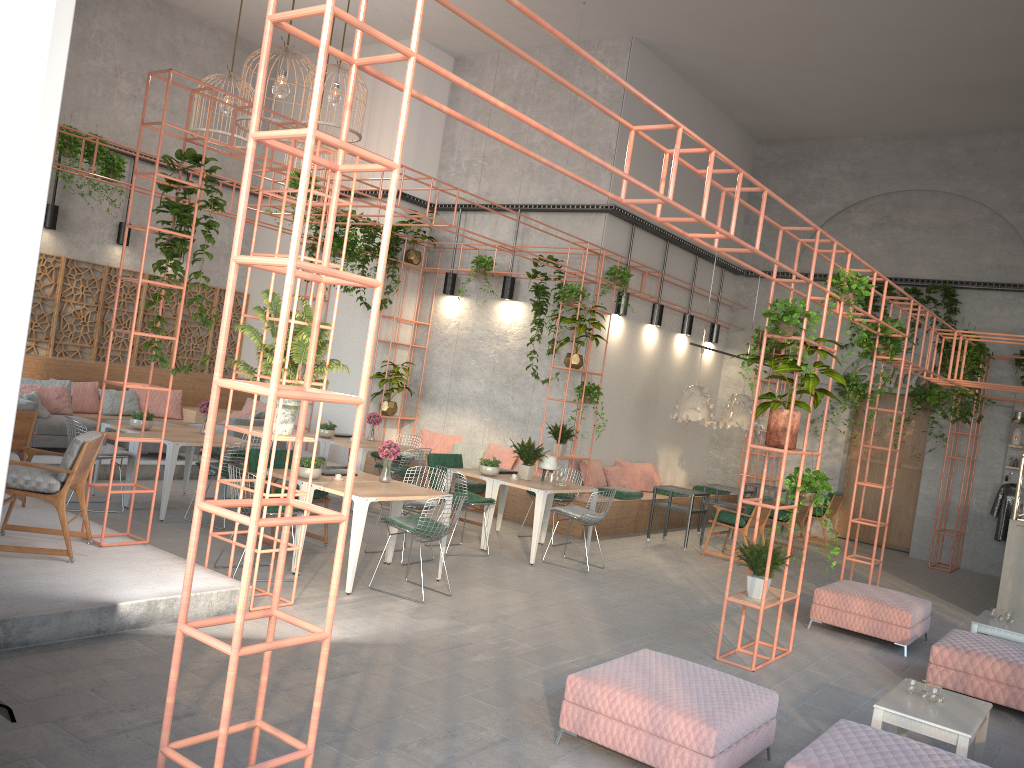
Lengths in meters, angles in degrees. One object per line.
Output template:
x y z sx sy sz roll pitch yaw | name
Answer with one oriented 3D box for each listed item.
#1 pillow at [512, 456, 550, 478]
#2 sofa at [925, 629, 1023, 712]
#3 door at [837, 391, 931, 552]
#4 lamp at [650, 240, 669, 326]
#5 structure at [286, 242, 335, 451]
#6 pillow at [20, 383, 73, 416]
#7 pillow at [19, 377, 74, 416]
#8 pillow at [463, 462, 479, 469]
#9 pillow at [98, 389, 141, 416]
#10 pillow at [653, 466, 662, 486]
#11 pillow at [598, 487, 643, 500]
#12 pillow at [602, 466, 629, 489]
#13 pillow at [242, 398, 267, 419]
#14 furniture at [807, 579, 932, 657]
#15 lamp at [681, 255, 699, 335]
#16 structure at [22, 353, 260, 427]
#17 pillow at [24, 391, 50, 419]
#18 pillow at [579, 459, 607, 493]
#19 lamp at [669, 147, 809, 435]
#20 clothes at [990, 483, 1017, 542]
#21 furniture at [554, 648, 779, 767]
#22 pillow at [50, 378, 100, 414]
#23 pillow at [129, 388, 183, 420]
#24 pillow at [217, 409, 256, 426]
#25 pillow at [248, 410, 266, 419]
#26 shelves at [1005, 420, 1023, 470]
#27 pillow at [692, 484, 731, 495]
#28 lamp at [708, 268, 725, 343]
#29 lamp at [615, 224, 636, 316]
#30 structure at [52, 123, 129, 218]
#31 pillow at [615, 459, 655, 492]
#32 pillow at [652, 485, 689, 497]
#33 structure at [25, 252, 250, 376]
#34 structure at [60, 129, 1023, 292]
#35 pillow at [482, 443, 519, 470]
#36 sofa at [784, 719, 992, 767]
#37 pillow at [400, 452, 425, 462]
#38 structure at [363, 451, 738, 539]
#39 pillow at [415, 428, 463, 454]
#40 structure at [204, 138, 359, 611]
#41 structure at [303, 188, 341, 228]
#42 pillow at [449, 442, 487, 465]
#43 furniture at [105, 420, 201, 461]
0.297 1.303 13.409 0.666 0.385 0.289 9 0 31 | pillow
4.657 2.341 7.276 1.960 0.672 2.219 9 0 36 | sofa
6.835 1.549 16.112 1.360 2.729 0.551 9 0 36 | door
2.491 -1.677 14.741 0.185 1.425 0.179 9 0 36 | lamp
-3.650 -0.627 15.267 0.624 3.596 0.424 9 0 36 | structure
-6.197 0.209 11.788 0.289 0.385 0.666 9 0 36 | pillow
-6.305 0.160 11.886 0.276 0.474 0.839 9 0 36 | pillow
-0.717 1.291 13.640 0.637 0.149 0.491 9 0 37 | pillow
-6.031 0.290 13.642 0.289 0.385 0.666 9 0 31 | pillow
2.369 1.601 15.024 0.289 0.385 0.666 9 0 31 | pillow
1.617 1.639 13.317 0.491 0.149 0.637 9 0 37 | pillow
1.626 1.496 13.985 0.289 0.385 0.666 9 0 31 | pillow
-3.988 0.495 13.902 0.836 0.476 0.273 9 0 36 | pillow
3.588 2.283 8.851 0.941 0.446 0.976 9 0 36 | furniture
3.186 -1.579 15.711 0.185 1.425 0.179 9 0 36 | lamp
-6.479 0.236 11.965 3.396 1.111 9.152 9 0 36 | structure
-6.101 0.276 11.420 0.307 0.324 0.499 8 0 -19 | pillow
1.243 1.396 13.476 0.276 0.474 0.839 9 0 26 | pillow
3.906 -1.243 14.166 0.704 4.052 4.456 9 0 36 | lamp
8.028 2.095 14.185 0.625 0.997 0.366 9 0 16 | clothes
0.920 1.908 5.123 0.941 0.446 0.976 9 0 36 | furniture
-6.431 0.186 13.110 0.276 0.474 0.839 9 0 26 | pillow
-5.688 0.291 14.148 0.839 0.474 0.276 8 0 -34 | pillow
-4.248 0.523 13.755 0.479 0.317 0.441 9 0 17 | pillow
-3.915 0.555 13.446 0.308 0.349 0.495 8 0 -4 | pillow
8.240 0.999 14.142 0.560 0.790 0.186 9 0 36 | shelves
3.649 1.925 16.157 0.491 0.149 0.637 9 0 37 | pillow
3.886 -1.481 16.690 0.185 1.425 0.179 9 0 36 | lamp
1.791 -1.775 13.761 0.185 1.425 0.179 9 0 36 | lamp
-6.256 -3.188 12.949 0.670 1.290 1.434 9 0 36 | structure
2.021 1.505 14.489 0.839 0.474 0.276 8 0 -34 | pillow
2.621 1.780 14.720 0.491 0.149 0.637 9 0 37 | pillow
-7.489 -0.981 13.179 0.132 2.103 9.782 9 0 36 | structure
0.630 -2.678 10.836 15.603 0.110 15.203 9 0 36 | structure
-0.225 1.174 13.767 0.276 0.474 0.839 8 0 -34 | pillow
2.607 2.053 4.410 1.960 0.672 2.219 9 0 36 | sofa
-1.558 1.162 14.254 0.637 0.149 0.491 9 0 37 | pillow
0.904 1.821 15.623 4.386 0.500 5.831 9 0 36 | structure
-1.226 1.021 14.553 0.839 0.474 0.276 9 0 26 | pillow
-1.816 -0.103 6.955 0.624 3.602 0.424 9 0 36 | structure
-3.332 -2.949 15.098 0.903 0.803 0.934 8 0 7 | structure
-0.730 1.146 14.159 0.666 0.385 0.289 9 0 31 | pillow
-5.063 0.774 12.494 0.941 0.446 0.975 9 0 36 | furniture
